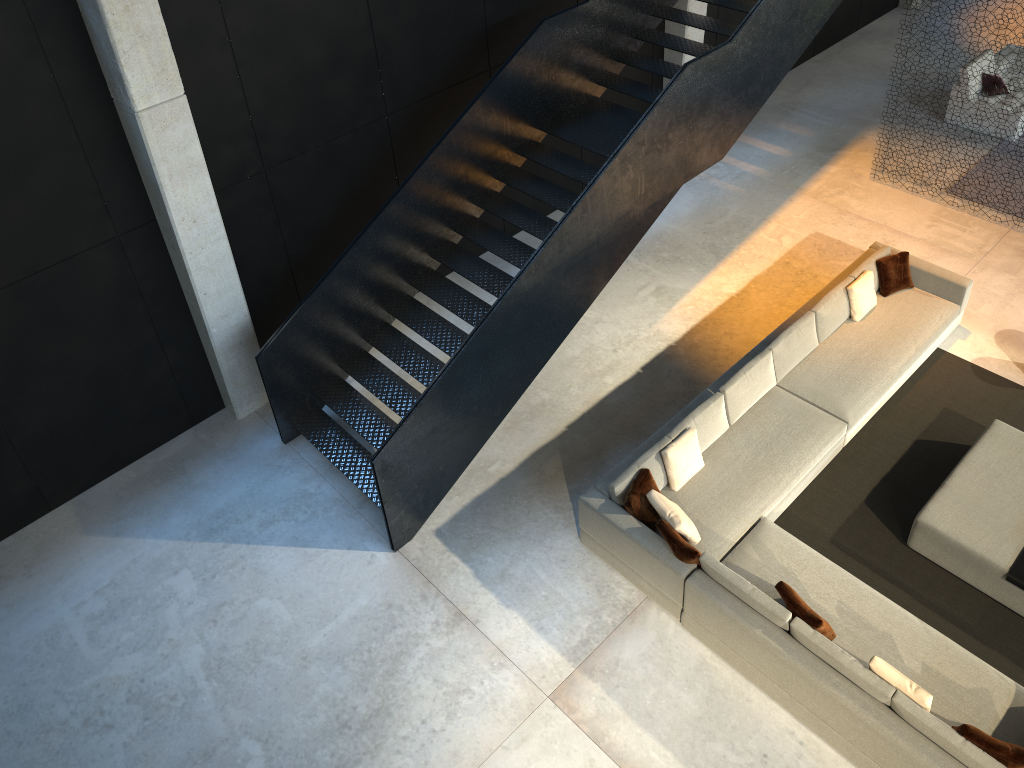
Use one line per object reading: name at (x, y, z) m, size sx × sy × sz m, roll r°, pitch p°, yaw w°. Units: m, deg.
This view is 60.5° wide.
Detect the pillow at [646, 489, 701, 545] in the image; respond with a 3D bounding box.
pillow at (1.238, 1.019, 6.719) m, size 0.267 × 0.332 × 0.424 m, roll -21°, pitch 42°, yaw -18°

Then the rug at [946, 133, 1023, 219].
rug at (7.664, -2.244, 10.639) m, size 2.739 × 0.019 × 3.762 m, roll -33°, pitch 48°, yaw -29°

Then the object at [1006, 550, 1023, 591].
object at (4.286, 1.130, 6.554) m, size 0.554 × 0.081 × 1.525 m, roll 31°, pitch 52°, yaw 34°

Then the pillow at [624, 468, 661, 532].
pillow at (1.036, 0.924, 6.856) m, size 0.262 × 0.346 × 0.423 m, roll 13°, pitch 43°, yaw 21°

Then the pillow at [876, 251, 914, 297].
pillow at (3.891, -1.129, 8.944) m, size 0.403 × 0.346 × 0.275 m, roll -18°, pitch 41°, yaw -15°

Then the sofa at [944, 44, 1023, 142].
sofa at (8.189, -3.525, 11.443) m, size 1.887 × 0.814 × 4.304 m, roll -33°, pitch 48°, yaw -29°

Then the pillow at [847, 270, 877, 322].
pillow at (3.466, -0.868, 8.678) m, size 0.214 × 0.356 × 0.416 m, roll 30°, pitch 51°, yaw 35°

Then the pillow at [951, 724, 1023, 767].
pillow at (2.857, 2.166, 5.240) m, size 0.403 × 0.346 × 0.275 m, roll 14°, pitch 43°, yaw 22°

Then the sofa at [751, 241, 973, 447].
sofa at (3.408, -0.509, 8.541) m, size 2.419 × 0.676 × 1.091 m, roll -35°, pitch 49°, yaw -30°

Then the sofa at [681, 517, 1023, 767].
sofa at (2.409, 1.847, 5.919) m, size 1.089 × 0.675 × 2.422 m, roll -33°, pitch 48°, yaw -29°

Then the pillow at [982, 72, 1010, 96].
pillow at (6.687, -4.183, 12.170) m, size 0.347 × 0.269 × 0.360 m, roll -14°, pitch 41°, yaw -11°

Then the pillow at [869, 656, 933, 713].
pillow at (2.451, 1.925, 5.552) m, size 0.214 × 0.356 × 0.417 m, roll -32°, pitch 47°, yaw -28°

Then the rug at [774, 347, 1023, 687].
rug at (3.529, 0.977, 7.329) m, size 3.757 × 0.019 × 2.742 m, roll -34°, pitch 49°, yaw -30°

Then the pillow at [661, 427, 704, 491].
pillow at (1.402, 0.616, 7.169) m, size 0.415 × 0.356 × 0.215 m, roll -34°, pitch 47°, yaw -30°

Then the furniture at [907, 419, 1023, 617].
furniture at (4.153, 1.150, 6.781) m, size 1.499 × 0.374 × 1.593 m, roll -34°, pitch 48°, yaw -29°

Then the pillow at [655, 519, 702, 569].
pillow at (1.257, 1.209, 6.505) m, size 0.267 × 0.346 × 0.415 m, roll -30°, pitch 46°, yaw -27°

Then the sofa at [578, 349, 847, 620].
sofa at (1.727, 0.700, 7.312) m, size 2.419 × 0.676 × 1.091 m, roll -35°, pitch 49°, yaw -30°

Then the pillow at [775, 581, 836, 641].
pillow at (1.999, 1.563, 6.017) m, size 0.274 × 0.333 × 0.431 m, roll -25°, pitch 44°, yaw -22°
